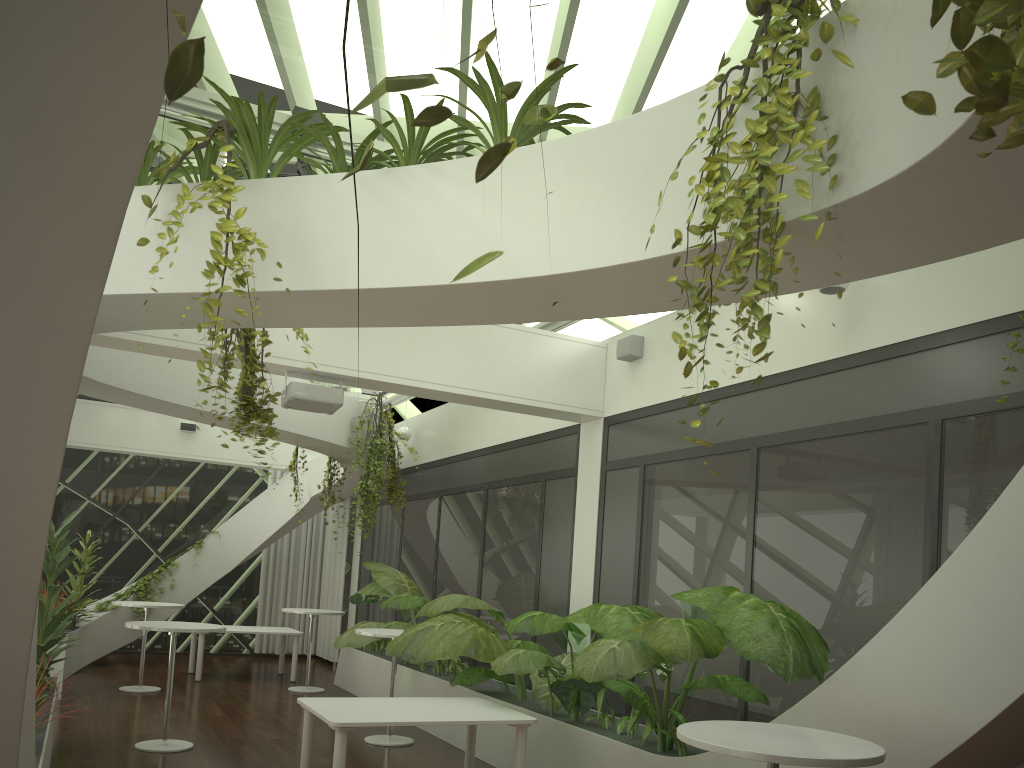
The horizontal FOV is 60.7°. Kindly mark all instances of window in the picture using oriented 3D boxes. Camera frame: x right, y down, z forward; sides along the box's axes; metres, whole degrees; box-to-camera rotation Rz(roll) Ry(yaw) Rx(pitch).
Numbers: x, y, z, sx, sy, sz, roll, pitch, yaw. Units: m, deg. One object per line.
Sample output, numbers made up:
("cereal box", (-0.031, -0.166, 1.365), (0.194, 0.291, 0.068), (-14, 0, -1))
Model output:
("window", (-2.138, -1.257, 8.020), (5.735, 0.054, 16.923), (10, -14, -25))
("window", (2.334, 1.314, 4.853), (0.050, 3.195, 7.178), (5, -11, -25))
("window", (-5.941, 2.436, 15.358), (5.784, 4.588, 0.038), (8, -5, -26))
("window", (-0.991, 2.601, 11.599), (0.050, 3.195, 7.268), (5, -11, -25))

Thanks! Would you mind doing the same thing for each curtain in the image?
("curtain", (-3.946, 2.898, 16.070), (1.239, 4.041, 0.160), (6, -4, -27))
("curtain", (-3.123, 2.843, 15.581), (0.161, 4.041, 1.004), (5, -4, -27))

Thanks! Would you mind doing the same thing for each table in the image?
("table", (1.112, 2.067, 3.745), (0.867, 1.083, 0.860), (10, -9, -40))
("table", (-3.953, 3.964, 12.891), (1.513, 0.709, 1.080), (9, -11, -25))
("table", (-4.650, 3.330, 11.094), (0.854, 1.083, 0.872), (3, -7, 9))
("table", (-0.729, 2.717, 6.349), (1.513, 0.709, 1.080), (9, -11, -25))
("table", (-1.182, 3.046, 8.807), (0.854, 1.083, 0.872), (3, -7, 9))
("table", (-3.067, 2.718, 7.882), (0.854, 1.083, 0.872), (3, -7, 9))
("table", (-2.765, 3.659, 12.019), (0.854, 1.083, 0.872), (3, -7, 9))

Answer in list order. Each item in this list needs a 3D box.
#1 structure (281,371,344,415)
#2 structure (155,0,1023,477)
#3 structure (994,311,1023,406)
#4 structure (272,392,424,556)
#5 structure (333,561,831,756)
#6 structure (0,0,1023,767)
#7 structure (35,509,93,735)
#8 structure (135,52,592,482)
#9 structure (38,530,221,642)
("structure", (-1.628, 0.072, 7.135), (0.466, 0.272, 0.392), (9, -11, -25))
("structure", (0.324, -0.660, 1.489), (1.228, 1.830, 3.273), (0, -11, 29))
("structure", (2.299, -0.160, 2.989), (0.617, 2.091, 1.076), (5, -5, -14))
("structure", (-2.058, 1.106, 10.908), (1.435, 2.047, 1.664), (0, -8, 29))
("structure", (-0.652, 2.596, 8.434), (1.796, 1.691, 9.007), (8, -13, -25))
("structure", (-0.336, 0.829, 3.622), (5.952, 4.158, 24.712), (7, -13, -19))
("structure", (-3.225, 1.539, 5.789), (0.860, 1.576, 3.366), (6, -11, -26))
("structure", (-1.736, -0.261, 4.999), (4.624, 2.289, 1.470), (-2, -8, 27))
("structure", (-5.941, 2.648, 12.006), (2.031, 1.644, 4.871), (3, -12, 6))
